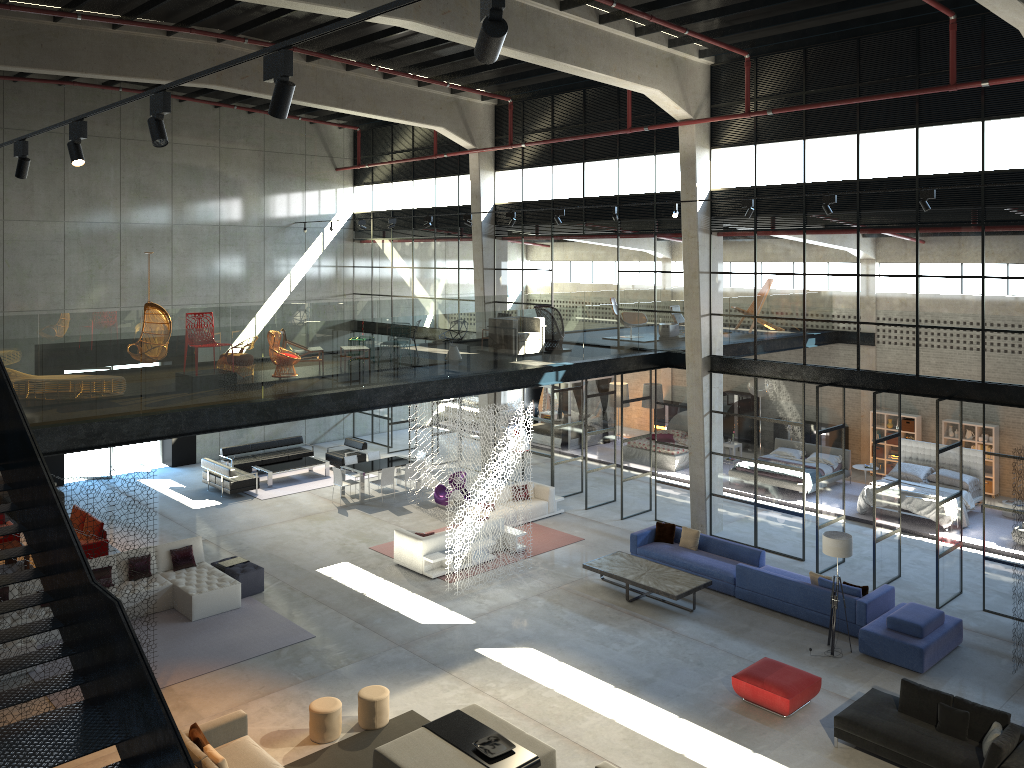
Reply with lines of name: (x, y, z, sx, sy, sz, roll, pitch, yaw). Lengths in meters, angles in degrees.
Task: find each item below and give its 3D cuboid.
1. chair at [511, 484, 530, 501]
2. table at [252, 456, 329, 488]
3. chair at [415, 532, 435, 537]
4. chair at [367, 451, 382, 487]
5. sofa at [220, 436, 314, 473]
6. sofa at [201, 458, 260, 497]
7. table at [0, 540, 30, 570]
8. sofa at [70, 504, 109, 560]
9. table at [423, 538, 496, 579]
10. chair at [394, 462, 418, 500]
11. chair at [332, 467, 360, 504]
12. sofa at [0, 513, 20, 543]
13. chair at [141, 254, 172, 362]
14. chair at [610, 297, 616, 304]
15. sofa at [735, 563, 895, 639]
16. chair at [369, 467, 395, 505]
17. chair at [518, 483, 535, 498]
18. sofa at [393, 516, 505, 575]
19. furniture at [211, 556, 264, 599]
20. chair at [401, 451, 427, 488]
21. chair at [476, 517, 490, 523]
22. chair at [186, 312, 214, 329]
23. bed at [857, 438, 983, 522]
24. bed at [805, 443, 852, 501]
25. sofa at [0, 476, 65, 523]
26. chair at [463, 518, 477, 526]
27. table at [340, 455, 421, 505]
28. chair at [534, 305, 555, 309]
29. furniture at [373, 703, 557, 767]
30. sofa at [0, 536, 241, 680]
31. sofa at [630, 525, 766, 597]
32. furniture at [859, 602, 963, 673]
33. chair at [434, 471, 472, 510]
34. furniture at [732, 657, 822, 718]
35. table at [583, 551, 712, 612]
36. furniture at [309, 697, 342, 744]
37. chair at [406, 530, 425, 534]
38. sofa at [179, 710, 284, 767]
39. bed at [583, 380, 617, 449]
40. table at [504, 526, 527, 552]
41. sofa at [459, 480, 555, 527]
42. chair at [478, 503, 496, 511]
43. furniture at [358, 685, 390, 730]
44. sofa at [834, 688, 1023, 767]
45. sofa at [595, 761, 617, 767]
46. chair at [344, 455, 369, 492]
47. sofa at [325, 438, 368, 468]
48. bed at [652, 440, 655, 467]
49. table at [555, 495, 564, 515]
chair: (0.196, 2.492, 20.074, 0.410, 0.335, 0.258, -1, 3, -10)
table: (-5.892, 2.334, 23.403, 1.809, 0.406, 0.905, -7, 10, -43)
chair: (-1.647, 2.976, 16.813, 0.402, 0.335, 0.284, 0, 3, 2)
chair: (-3.412, 2.224, 22.585, 0.421, 0.869, 0.546, -1, 3, -43)
sofa: (-6.752, 2.025, 24.323, 2.462, 0.756, 0.824, -7, 8, -43)
sofa: (-7.140, 2.330, 22.235, 0.823, 0.756, 1.659, -4, 8, -43)
table: (-9.660, 3.341, 16.424, 0.914, 0.422, 0.915, -6, 9, -43)
sofa: (-8.710, 3.021, 17.313, 0.819, 0.812, 1.973, -4, 8, -43)
table: (-0.988, 3.328, 16.738, 1.575, 0.368, 0.301, -7, 7, -43)
chair: (-2.630, 2.346, 21.749, 0.421, 0.869, 0.546, -1, 3, -43)
chair: (-4.024, 2.422, 21.229, 0.546, 0.869, 0.421, -2, 3, -43)
sofa: (-10.549, 3.012, 17.374, 1.288, 0.813, 0.819, -6, 7, -43)
chair: (-5.828, -1.218, 14.081, 0.638, 1.775, 0.599, 0, 1, 22)
chair: (3.104, -1.745, 22.969, 0.976, 1.027, 0.796, -1, 3, -15)
sofa: (5.044, 3.445, 14.728, 1.057, 0.720, 2.347, -5, 9, -43)
chair: (-3.141, 2.416, 21.271, 0.421, 0.869, 0.546, -1, 3, -43)
chair: (0.328, 2.468, 20.230, 0.380, 0.337, 0.255, -1, 3, -9)
sofa: (-1.216, 3.090, 17.333, 2.146, 0.668, 0.952, -7, 9, -43)
furniture: (-4.908, 3.441, 15.672, 0.963, 0.454, 0.511, 6, 8, 42)
chair: (-2.530, 2.218, 22.627, 0.546, 0.869, 0.421, -2, 3, -43)
chair: (-0.647, 2.842, 17.680, 0.397, 0.321, 0.269, -4, 5, -41)
chair: (-5.091, -0.686, 14.641, 0.647, 0.980, 0.663, -2, 4, -43)
bed: (9.320, 2.247, 19.995, 2.325, 1.414, 2.228, -6, 8, -44)
bed: (7.158, 2.139, 22.535, 2.404, 0.867, 2.267, -7, 10, -43)
sofa: (-12.250, 2.758, 19.876, 3.203, 0.566, 2.838, -7, 11, -43)
chair: (-0.892, 2.868, 17.501, 0.270, 0.317, 0.395, 2, 5, 34)
table: (-3.277, 2.375, 21.928, 1.809, 0.756, 0.904, -7, 8, -43)
chair: (0.838, -1.284, 19.953, 0.687, 0.985, 0.832, 1, 4, 17)
furniture: (-0.532, 4.311, 9.909, 1.543, 0.397, 1.455, -7, 11, -43)
sofa: (-6.622, 3.475, 14.013, 4.167, 0.867, 1.833, -7, 10, -43)
sofa: (3.449, 3.252, 16.450, 1.057, 0.602, 2.347, -6, 10, -43)
furniture: (6.043, 3.706, 13.274, 1.543, 0.553, 0.954, -7, 9, -43)
chair: (-1.411, 2.517, 20.989, 0.799, 0.747, 0.658, -4, 5, -43)
furniture: (3.546, 4.050, 11.752, 0.858, 0.375, 0.858, -6, 10, -43)
table: (2.351, 3.504, 15.427, 1.030, 0.398, 2.074, -7, 10, -42)
furniture: (-2.317, 4.166, 10.894, 0.401, 0.399, 0.402, -2, 5, -28)
chair: (-1.816, 2.954, 17.027, 0.391, 0.271, 0.320, 2, 5, 22)
sofa: (-2.785, 4.254, 9.189, 1.057, 0.720, 2.347, -5, 9, -43)
bed: (1.795, 0.762, 27.832, 2.320, 2.075, 2.257, -4, 6, -43)
table: (-0.224, 3.133, 18.069, 0.301, 0.368, 1.207, -3, 8, -43)
sofa: (-0.084, 2.744, 19.704, 2.155, 0.667, 0.946, -7, 9, -43)
chair: (-0.567, 2.685, 19.255, 0.415, 0.107, 0.410, 0, 8, 3)
furniture: (-1.766, 4.122, 11.198, 0.401, 0.399, 0.403, 3, 5, 36)
sofa: (4.990, 4.177, 10.238, 1.085, 0.560, 2.116, -6, 10, -42)
sofa: (0.488, 4.403, 8.165, 2.345, 0.720, 1.058, -7, 9, -43)
chair: (-3.924, 2.294, 22.107, 0.421, 0.869, 0.546, -1, 3, -43)
sofa: (-4.643, 1.989, 24.572, 0.823, 0.757, 0.955, -4, 7, -43)
bed: (4.618, 1.535, 25.272, 2.349, 1.276, 2.039, -6, 8, -43)
table: (0.791, 2.777, 20.508, 0.301, 0.368, 0.905, -3, 7, -43)
